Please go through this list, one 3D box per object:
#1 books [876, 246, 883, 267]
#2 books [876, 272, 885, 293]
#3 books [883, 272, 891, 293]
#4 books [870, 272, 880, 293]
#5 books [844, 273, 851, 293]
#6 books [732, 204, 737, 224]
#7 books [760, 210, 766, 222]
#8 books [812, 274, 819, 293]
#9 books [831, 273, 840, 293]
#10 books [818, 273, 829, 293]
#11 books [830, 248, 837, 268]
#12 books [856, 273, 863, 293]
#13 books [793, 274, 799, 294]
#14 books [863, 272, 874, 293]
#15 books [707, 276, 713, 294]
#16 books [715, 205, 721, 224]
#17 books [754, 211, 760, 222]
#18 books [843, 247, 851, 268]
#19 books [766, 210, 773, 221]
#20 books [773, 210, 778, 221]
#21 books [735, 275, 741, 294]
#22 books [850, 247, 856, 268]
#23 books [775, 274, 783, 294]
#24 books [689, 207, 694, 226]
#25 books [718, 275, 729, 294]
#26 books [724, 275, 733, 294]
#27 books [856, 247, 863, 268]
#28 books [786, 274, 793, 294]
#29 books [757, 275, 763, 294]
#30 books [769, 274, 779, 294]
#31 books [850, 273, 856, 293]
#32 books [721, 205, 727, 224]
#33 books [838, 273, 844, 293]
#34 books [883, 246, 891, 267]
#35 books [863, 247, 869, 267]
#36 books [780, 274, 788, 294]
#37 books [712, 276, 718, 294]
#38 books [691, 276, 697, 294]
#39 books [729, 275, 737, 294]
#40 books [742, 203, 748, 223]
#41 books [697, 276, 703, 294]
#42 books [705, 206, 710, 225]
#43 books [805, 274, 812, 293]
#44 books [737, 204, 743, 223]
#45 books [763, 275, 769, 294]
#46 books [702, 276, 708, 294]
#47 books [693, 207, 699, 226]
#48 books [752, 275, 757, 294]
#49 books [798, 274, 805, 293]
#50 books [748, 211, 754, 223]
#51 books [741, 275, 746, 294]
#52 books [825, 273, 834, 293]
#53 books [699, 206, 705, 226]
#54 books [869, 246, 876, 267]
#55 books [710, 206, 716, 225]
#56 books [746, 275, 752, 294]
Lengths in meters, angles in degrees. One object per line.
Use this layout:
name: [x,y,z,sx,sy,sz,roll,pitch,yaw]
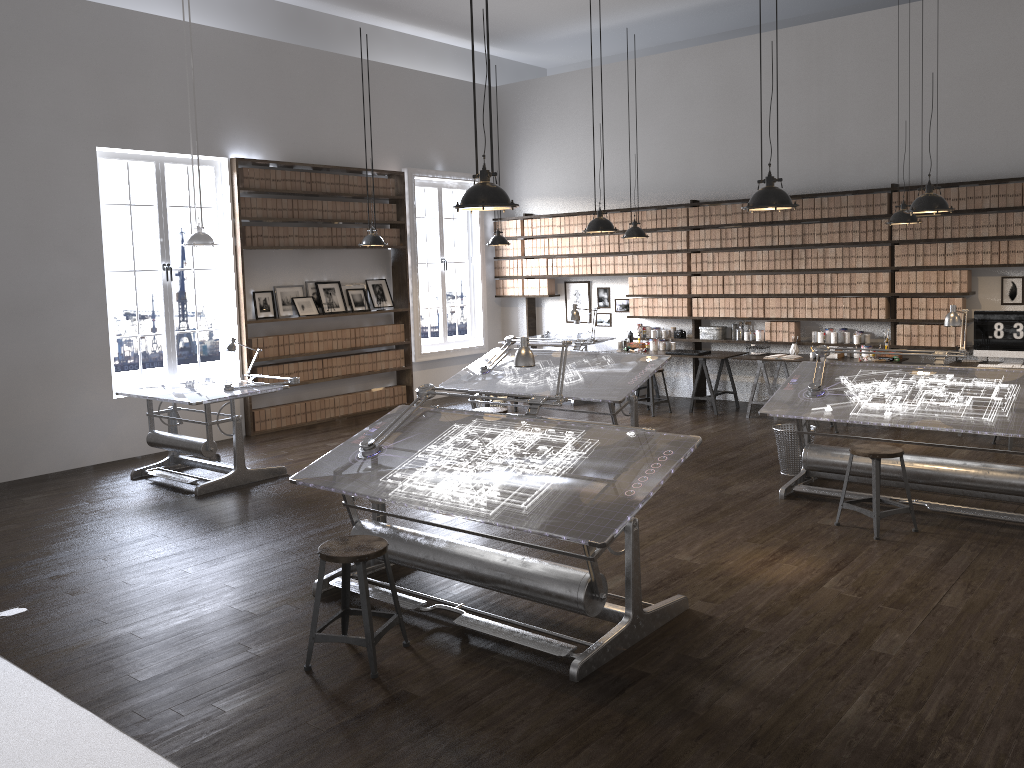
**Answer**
books: [3.917,-1.348,9.392,0.067,0.224,0.175,2,7,39]
books: [3.934,-1.073,9.412,0.067,0.225,0.175,2,7,39]
books: [3.980,-1.068,9.365,0.067,0.225,0.175,2,7,39]
books: [3.878,-1.076,9.454,0.067,0.225,0.175,2,7,39]
books: [3.669,-1.091,9.619,0.067,0.225,0.175,2,7,39]
books: [2.642,-1.991,10.377,0.067,0.224,0.175,2,7,39]
books: [2.912,-1.971,10.158,0.067,0.225,0.175,2,7,39]
books: [3.394,-1.112,9.845,0.067,0.225,0.175,2,7,39]
books: [3.566,-1.100,9.711,0.067,0.225,0.175,2,7,39]
books: [3.456,-1.109,9.801,0.067,0.225,0.175,2,7,39]
books: [3.541,-1.376,9.698,0.067,0.224,0.175,2,7,39]
books: [3.771,-1.084,9.539,0.067,0.224,0.175,2,7,39]
books: [3.229,-1.125,9.978,0.067,0.225,0.175,2,7,39]
books: [3.822,-1.080,9.496,0.067,0.225,0.175,2,7,39]
books: [2.418,-1.187,10.647,0.067,0.224,0.175,2,7,39]
books: [2.483,-2.003,10.507,0.067,0.225,0.175,2,7,39]
books: [2.854,-1.974,10.200,0.067,0.225,0.175,2,7,39]
books: [3.653,-1.368,9.609,0.067,0.225,0.175,2,7,39]
books: [2.966,-1.966,10.107,0.067,0.225,0.175,2,7,39]
books: [3.027,-1.962,10.064,0.067,0.224,0.175,2,7,39]
books: [2.695,-1.166,10.423,0.067,0.225,0.175,2,7,39]
books: [3.708,-1.364,9.566,0.067,0.225,0.175,2,7,39]
books: [3.067,-1.138,10.120,0.067,0.225,0.175,2,7,39]
books: [2.213,-2.023,10.726,0.067,0.224,0.175,2,7,39]
books: [2.524,-1.178,10.556,0.067,0.225,0.175,2,7,39]
books: [2.585,-1.174,10.513,0.067,0.225,0.175,2,7,39]
books: [3.760,-1.359,9.519,0.067,0.225,0.175,2,7,39]
books: [3.173,-1.129,10.024,0.067,0.225,0.175,2,7,39]
books: [2.900,-1.150,10.251,0.067,0.224,0.175,2,7,39]
books: [3.012,-1.142,10.162,0.067,0.225,0.175,2,7,39]
books: [3.724,-1.088,9.580,0.067,0.224,0.175,2,7,39]
books: [2.535,-1.998,10.460,0.067,0.225,0.175,2,7,39]
books: [3.620,-1.096,9.666,0.067,0.225,0.175,2,7,39]
books: [3.972,-1.344,9.349,0.067,0.225,0.175,2,7,39]
books: [3.814,-1.355,9.471,0.067,0.225,0.175,2,7,39]
books: [3.119,-1.134,10.073,0.067,0.225,0.175,2,7,39]
books: [2.470,-1.183,10.608,0.067,0.224,0.175,2,7,39]
books: [2.256,-1.199,10.778,0.067,0.225,0.175,2,7,39]
books: [2.637,-1.170,10.465,0.067,0.225,0.175,2,7,39]
books: [2.746,-1.983,10.293,0.067,0.225,0.175,2,7,39]
books: [2.310,-1.194,10.730,0.067,0.225,0.175,2,7,39]
books: [2.374,-2.011,10.594,0.067,0.225,0.175,2,7,39]
books: [3.341,-1.117,9.896,0.067,0.224,0.175,2,7,39]
books: [2.691,-1.986,10.331,0.067,0.225,0.175,2,7,39]
books: [2.955,-1.146,10.204,0.067,0.225,0.175,2,7,39]
books: [2.366,-1.190,10.684,0.067,0.225,0.175,2,7,39]
books: [2.259,-2.019,10.683,0.067,0.225,0.175,2,7,39]
books: [2.853,-1.154,10.292,0.067,0.224,0.175,2,7,39]
books: [3.280,-1.122,9.942,0.067,0.224,0.175,2,7,39]
books: [2.801,-1.979,10.248,0.067,0.225,0.175,2,7,39]
books: [2.750,-1.162,10.378,0.067,0.225,0.175,2,7,39]
books: [3.508,-1.104,9.753,0.067,0.225,0.175,2,7,39]
books: [2.315,-2.015,10.637,0.067,0.225,0.175,2,7,39]
books: [3.865,-1.351,9.429,0.067,0.225,0.175,2,7,39]
books: [2.430,-2.007,10.553,0.067,0.225,0.175,2,7,39]
books: [2.798,-1.157,10.331,0.067,0.225,0.175,2,7,39]
